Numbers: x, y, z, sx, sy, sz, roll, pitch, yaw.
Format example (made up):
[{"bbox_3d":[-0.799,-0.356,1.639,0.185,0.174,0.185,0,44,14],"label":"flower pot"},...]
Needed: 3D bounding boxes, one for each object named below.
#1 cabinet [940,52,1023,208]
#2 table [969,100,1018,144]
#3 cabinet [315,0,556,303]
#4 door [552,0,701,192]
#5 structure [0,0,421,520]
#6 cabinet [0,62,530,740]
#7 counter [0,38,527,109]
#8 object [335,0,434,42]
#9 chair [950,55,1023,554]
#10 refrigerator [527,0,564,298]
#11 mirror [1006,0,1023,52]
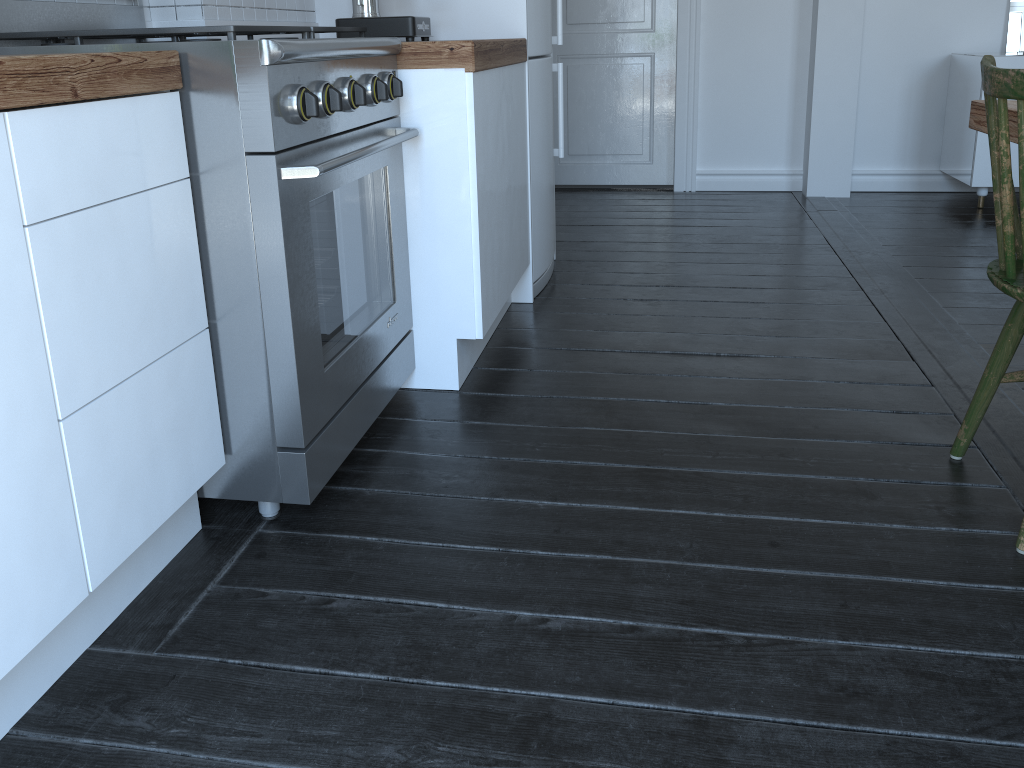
[{"bbox_3d":[2.856,-1.257,4.335,1.201,0.712,0.610,2,19,10],"label":"cabinet"},{"bbox_3d":[1.355,0.133,0.946,1.018,0.693,2.306,2,21,10],"label":"table"},{"bbox_3d":[-0.622,-0.938,1.629,0.781,2.293,3.920,2,20,14],"label":"cabinet"},{"bbox_3d":[0.513,-2.295,4.848,1.042,2.397,0.119,1,16,10],"label":"door"},{"bbox_3d":[-0.621,-0.342,1.894,0.722,0.987,0.724,2,18,10],"label":"structure"},{"bbox_3d":[-0.684,-0.094,1.539,0.731,0.787,3.289,4,22,17],"label":"cabinet"},{"bbox_3d":[-0.640,-0.492,1.407,0.846,0.071,3.209,2,22,10],"label":"counter"},{"bbox_3d":[-0.331,-1.185,2.558,0.353,0.358,0.212,2,18,10],"label":"object"},{"bbox_3d":[1.071,-0.156,1.559,0.486,0.801,0.483,1,18,9],"label":"chair"},{"bbox_3d":[-0.190,-1.249,3.134,0.681,1.745,0.595,1,17,10],"label":"refrigerator"},{"bbox_3d":[2.888,-1.943,4.438,0.696,0.487,0.056,2,16,10],"label":"mirror"}]
